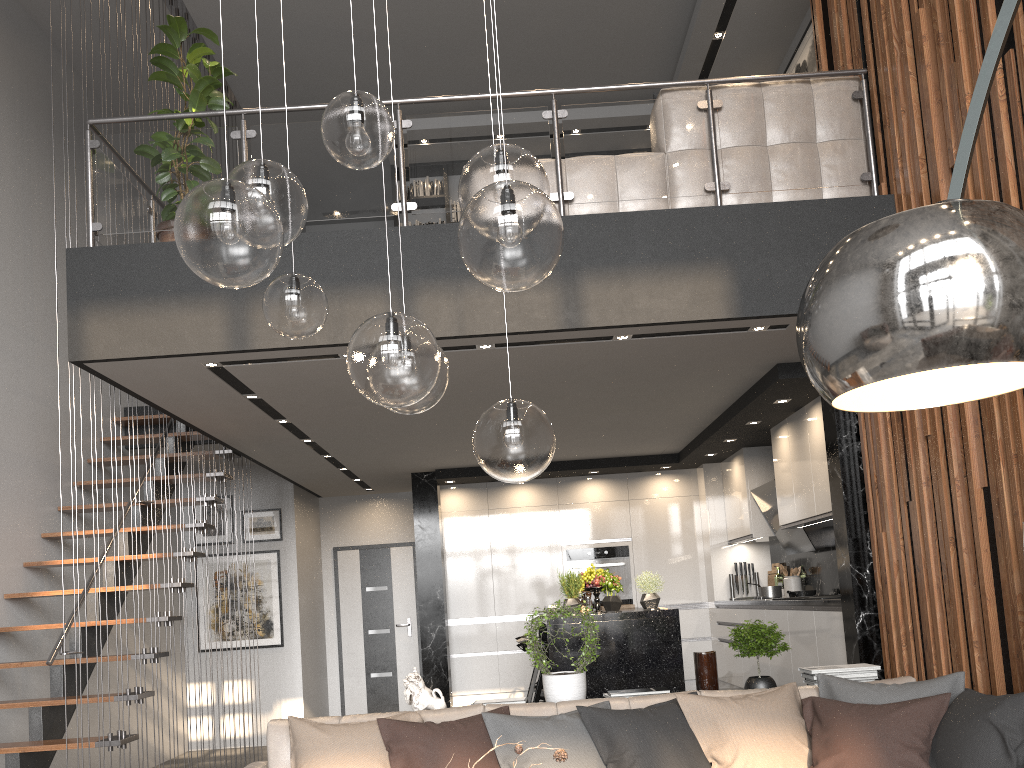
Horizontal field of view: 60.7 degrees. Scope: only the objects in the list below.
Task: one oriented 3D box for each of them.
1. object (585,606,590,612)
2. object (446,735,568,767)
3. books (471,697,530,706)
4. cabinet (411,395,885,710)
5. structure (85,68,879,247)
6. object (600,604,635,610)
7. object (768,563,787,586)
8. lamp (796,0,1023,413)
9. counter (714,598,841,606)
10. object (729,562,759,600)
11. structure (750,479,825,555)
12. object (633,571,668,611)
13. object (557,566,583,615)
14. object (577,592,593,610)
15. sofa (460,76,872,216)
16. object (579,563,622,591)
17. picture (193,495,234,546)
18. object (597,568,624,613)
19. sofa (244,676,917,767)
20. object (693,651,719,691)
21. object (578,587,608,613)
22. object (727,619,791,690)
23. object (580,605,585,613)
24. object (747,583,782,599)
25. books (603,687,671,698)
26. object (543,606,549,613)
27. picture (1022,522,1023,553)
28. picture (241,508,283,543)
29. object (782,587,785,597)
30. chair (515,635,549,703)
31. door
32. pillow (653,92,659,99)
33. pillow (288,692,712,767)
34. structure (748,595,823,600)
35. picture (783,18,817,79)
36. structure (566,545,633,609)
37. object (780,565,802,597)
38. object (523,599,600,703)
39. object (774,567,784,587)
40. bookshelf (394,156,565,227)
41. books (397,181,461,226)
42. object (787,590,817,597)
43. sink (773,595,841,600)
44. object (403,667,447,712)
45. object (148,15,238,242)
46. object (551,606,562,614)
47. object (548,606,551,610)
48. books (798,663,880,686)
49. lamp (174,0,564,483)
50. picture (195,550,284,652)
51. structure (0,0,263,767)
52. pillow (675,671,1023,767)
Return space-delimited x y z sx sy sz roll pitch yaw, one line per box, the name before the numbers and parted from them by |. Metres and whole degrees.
object | 0.532 1.734 6.741 0.131 0.058 0.071 -4 -10 0
object | -0.063 1.152 2.122 0.542 0.592 0.323 1 -9 -30
books | -0.049 1.603 4.296 0.348 0.098 0.199 -4 -12 -1
cabinet | 0.803 1.400 7.248 3.619 3.175 6.358 -4 -12 -1
structure | -0.167 -0.777 6.308 4.220 0.725 3.462 -4 -14 -1
object | 0.932 2.008 7.875 0.290 0.030 0.411 -4 -14 -1
object | 2.578 1.910 8.521 0.097 0.323 0.410 -4 -11 -1
lamp | 0.893 0.112 0.282 0.320 2.289 2.079 -2 -9 -24
counter | 2.335 1.749 7.072 0.610 0.039 3.545 -4 -14 -1
object | 2.323 1.967 8.756 0.322 0.366 0.068 -4 -5 0
structure | 2.376 0.957 7.581 0.413 1.011 0.753 -4 -8 -1
object | 0.969 1.442 6.130 0.222 0.279 0.214 -6 -9 12
object | 0.426 1.435 6.126 0.199 0.362 0.187 -11 -10 44
object | 0.651 1.905 7.898 0.150 0.278 0.204 -2 -9 -17
sofa | 0.838 -0.983 5.818 2.276 0.766 2.345 -4 -13 -1
object | 0.625 1.437 6.492 0.347 0.211 0.327 -3 -11 -3
picture | -3.080 1.411 9.029 0.410 0.497 0.025 -4 -5 0
object | 0.688 1.440 6.105 0.179 0.307 0.175 -5 -7 10
sofa | 0.389 1.614 3.120 3.243 0.803 1.923 -4 -13 0
object | 0.956 1.446 4.295 0.109 0.263 0.111 -4 -6 5
object | 0.628 1.597 6.469 0.368 0.184 0.375 5 -15 -36
object | 1.212 1.361 4.308 0.272 0.400 0.315 3 -11 -40
object | 0.518 1.722 6.689 0.075 0.058 0.061 -8 -11 20
object | 2.247 1.823 7.736 0.200 0.150 0.357 -2 -13 -10
books | 0.603 1.554 4.296 0.325 0.097 0.210 -4 -12 0
object | 0.339 1.988 7.715 0.155 0.069 0.159 4 -15 -31
picture | 2.086 0.962 3.166 0.101 0.979 0.745 -4 -8 -1
picture | -2.576 1.461 9.024 0.410 0.328 0.025 -4 -5 0
object | 2.520 1.901 8.139 0.180 0.159 0.279 -4 -12 -1
chair | 0.258 2.400 7.019 0.434 0.720 1.772 -4 -13 -1
door | -1.529 2.891 10.128 0.974 2.045 0.172 -4 -5 0
pillow | 1.323 -1.324 5.514 0.769 0.536 1.404 -10 -14 29
pillow | 0.001 1.582 3.614 1.940 0.490 0.555 -4 -10 -1
structure | 2.335 1.836 7.503 0.510 0.059 0.615 -4 -14 -1
picture | 2.348 -2.429 7.057 0.025 0.641 1.016 -4 -11 -1
structure | 0.911 2.088 9.391 0.655 0.620 0.667 -4 -10 -1
object | 2.530 1.769 7.897 0.175 0.299 0.161 -4 -7 3
object | 0.248 1.344 4.303 0.384 0.565 0.220 -1 -7 -20
object | 2.525 1.862 8.225 0.089 0.278 0.083 -4 -6 0
bookshelf | 0.608 -1.063 8.919 3.520 2.473 0.252 -4 -5 0
books | 0.605 -1.108 8.914 3.437 2.290 0.215 -4 -5 0
object | 2.387 1.757 7.344 0.351 0.059 0.238 2 -15 -22
sink | 2.341 1.481 6.511 0.498 0.535 1.140 -4 -12 -1
object | -0.420 1.528 4.279 0.208 0.285 0.137 -7 -7 19
object | -1.835 -1.359 4.973 0.778 1.442 0.534 -6 -7 20
object | 0.339 1.684 6.498 0.155 0.069 0.159 4 -15 -31
object | 0.336 1.827 7.080 0.084 0.069 0.078 5 -14 -40
books | 1.594 1.451 4.255 0.332 0.147 0.204 -4 -11 0
lamp | -0.452 -2.209 2.416 1.231 4.907 1.252 -4 -6 -4
picture | -2.791 2.218 8.954 0.871 0.976 0.025 -4 -5 0
structure | -2.874 0.075 6.283 1.179 5.937 3.670 -4 -8 -1
pillow | 1.385 1.471 3.517 1.398 0.537 0.771 -11 -13 29
